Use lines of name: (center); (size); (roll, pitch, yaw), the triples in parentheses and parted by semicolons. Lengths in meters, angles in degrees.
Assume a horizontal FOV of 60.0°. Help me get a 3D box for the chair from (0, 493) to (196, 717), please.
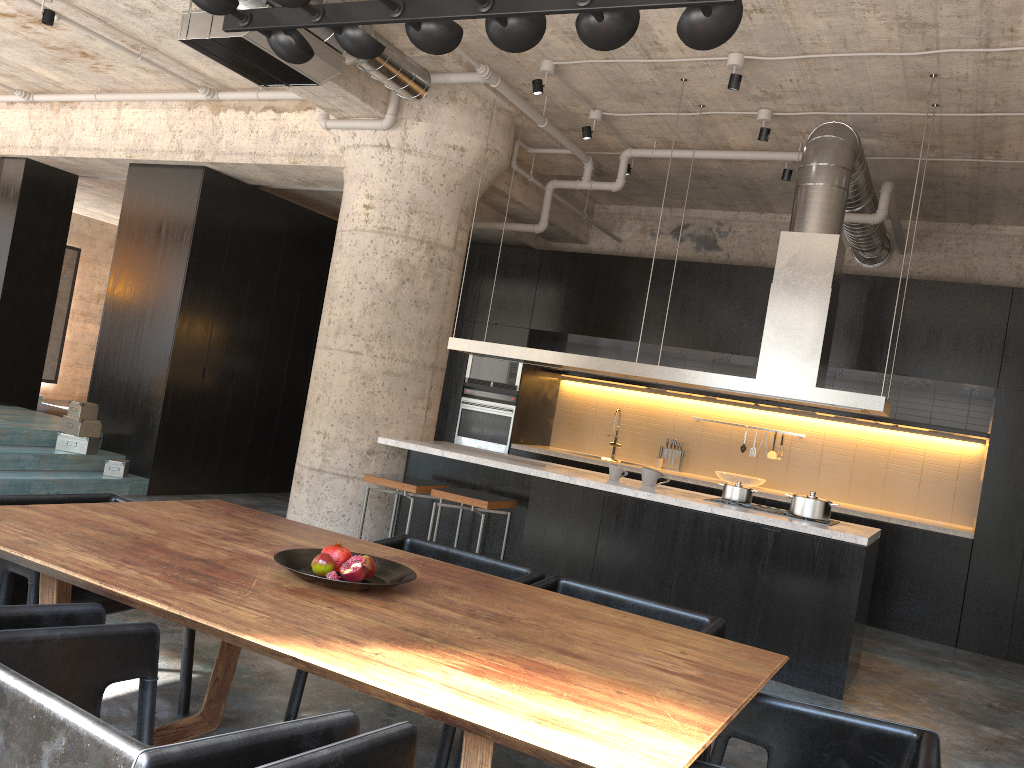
chair: (-1.648, 0.812, 3.243); (0.754, 0.738, 0.707); (9, -1, 27)

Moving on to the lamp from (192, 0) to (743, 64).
lamp: (-0.112, -1.738, 2.723); (1.813, 1.327, 0.583); (9, -1, 27)

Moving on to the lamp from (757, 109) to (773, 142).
lamp: (1.832, -1.875, 6.461); (0.107, 0.236, 0.145); (9, -1, 10)

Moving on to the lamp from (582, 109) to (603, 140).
lamp: (0.637, -2.063, 7.089); (0.145, 0.236, 0.107); (9, -1, 10)

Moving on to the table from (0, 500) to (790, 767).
table: (-0.562, 0.975, 2.674); (2.410, 0.756, 1.299); (9, -1, 27)

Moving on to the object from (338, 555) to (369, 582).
object: (-0.478, 0.557, 2.668); (0.088, 0.082, 0.110); (10, -1, -23)

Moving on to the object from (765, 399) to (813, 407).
object: (2.781, 0.088, 8.844); (0.462, 0.240, 0.334); (9, -1, 24)

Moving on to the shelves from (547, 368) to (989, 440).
shelves: (2.402, 0.172, 9.046); (4.362, 0.043, 0.403); (9, -1, 27)

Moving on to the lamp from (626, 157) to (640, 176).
lamp: (1.061, -1.974, 7.933); (0.145, 0.236, 0.107); (9, -1, 10)

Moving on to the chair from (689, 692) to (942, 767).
chair: (0.662, 1.181, 2.052); (0.754, 0.738, 0.707); (9, -1, 27)

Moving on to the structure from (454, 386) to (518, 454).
structure: (-0.169, 0.409, 9.690); (0.664, 0.651, 0.649); (9, -1, 27)

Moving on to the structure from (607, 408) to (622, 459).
structure: (1.104, 0.536, 9.568); (0.125, 0.559, 0.269); (9, -1, 27)

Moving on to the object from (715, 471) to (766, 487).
object: (2.258, 0.953, 8.791); (0.490, 0.093, 0.490); (9, -1, 24)

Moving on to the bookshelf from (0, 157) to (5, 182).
bookshelf: (-6.647, -1.284, 10.182); (2.900, 2.571, 0.628); (9, -1, 27)

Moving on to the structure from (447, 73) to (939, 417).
structure: (1.170, -1.053, 6.335); (3.117, 2.100, 0.538); (9, -1, 27)

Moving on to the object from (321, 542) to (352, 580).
object: (-0.530, 0.544, 2.717); (0.100, 0.097, 0.219); (10, -1, -19)

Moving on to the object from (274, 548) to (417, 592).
object: (-0.508, 0.561, 2.715); (0.435, 0.079, 0.435); (10, -1, -26)

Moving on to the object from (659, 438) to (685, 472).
object: (1.697, 0.747, 9.421); (0.291, 0.336, 0.060); (9, -1, 21)

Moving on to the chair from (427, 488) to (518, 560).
chair: (-0.314, 1.119, 6.214); (0.450, 0.698, 0.450); (9, -1, 27)

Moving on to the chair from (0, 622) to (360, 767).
chair: (-0.802, 0.926, 1.768); (0.707, 0.738, 0.754); (9, -1, 32)

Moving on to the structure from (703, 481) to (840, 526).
structure: (1.769, 0.764, 5.953); (0.833, 0.187, 0.506); (9, -1, 27)

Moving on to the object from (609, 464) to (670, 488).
object: (0.902, 0.653, 6.361); (0.437, 0.133, 0.188); (9, -1, 28)

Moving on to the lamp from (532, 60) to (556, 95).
lamp: (0.220, -2.151, 6.258); (0.145, 0.236, 0.107); (9, -1, 10)

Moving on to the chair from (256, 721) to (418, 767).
chair: (-0.098, 1.038, 1.424); (0.707, 0.738, 0.754); (9, -1, 27)

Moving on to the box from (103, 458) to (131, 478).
box: (-3.490, 0.740, 7.833); (0.172, 0.140, 0.187); (10, -1, -10)

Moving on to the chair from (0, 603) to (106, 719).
chair: (-1.523, 0.812, 2.199); (0.707, 0.738, 0.754); (9, -1, 32)

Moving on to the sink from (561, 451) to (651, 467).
sink: (0.972, 0.858, 9.427); (0.890, 0.134, 0.458); (9, -1, 27)

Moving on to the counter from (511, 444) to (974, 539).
counter: (2.120, 1.048, 8.773); (4.360, 0.142, 1.000); (9, -1, 27)

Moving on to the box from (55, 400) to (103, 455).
box: (-3.810, 0.381, 7.841); (0.331, 0.441, 0.280); (9, -1, 16)

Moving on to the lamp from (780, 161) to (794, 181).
lamp: (2.264, -1.783, 7.321); (0.107, 0.236, 0.145); (9, -1, 10)

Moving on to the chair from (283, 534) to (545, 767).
chair: (-0.336, 1.040, 3.495); (0.707, 0.738, 0.754); (9, -1, 27)

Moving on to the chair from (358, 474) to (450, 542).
chair: (-0.813, 1.038, 6.418); (0.450, 0.698, 0.450); (9, -1, 27)

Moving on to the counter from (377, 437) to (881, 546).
counter: (0.744, 0.716, 6.376); (3.500, 0.046, 1.000); (9, -1, 27)

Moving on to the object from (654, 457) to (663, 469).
object: (1.546, 0.831, 9.374); (0.092, 0.117, 0.092); (10, -1, -24)

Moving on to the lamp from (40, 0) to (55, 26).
lamp: (-3.239, -2.619, 6.146); (0.107, 0.215, 0.141); (9, -1, 10)

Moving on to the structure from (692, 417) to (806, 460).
structure: (2.413, 0.583, 9.180); (1.171, 0.315, 0.074); (9, -1, 27)

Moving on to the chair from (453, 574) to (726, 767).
chair: (0.305, 1.142, 3.153); (0.707, 0.738, 0.754); (9, -1, 27)

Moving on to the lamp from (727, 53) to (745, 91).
lamp: (1.404, -1.965, 5.609); (0.107, 0.236, 0.145); (9, -1, 10)

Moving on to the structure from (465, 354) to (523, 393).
structure: (-0.054, -0.144, 9.743); (0.659, 0.450, 0.612); (9, -1, 27)

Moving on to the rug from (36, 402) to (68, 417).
rug: (-6.281, 0.368, 11.267); (1.759, 0.377, 0.541); (9, -1, 27)
